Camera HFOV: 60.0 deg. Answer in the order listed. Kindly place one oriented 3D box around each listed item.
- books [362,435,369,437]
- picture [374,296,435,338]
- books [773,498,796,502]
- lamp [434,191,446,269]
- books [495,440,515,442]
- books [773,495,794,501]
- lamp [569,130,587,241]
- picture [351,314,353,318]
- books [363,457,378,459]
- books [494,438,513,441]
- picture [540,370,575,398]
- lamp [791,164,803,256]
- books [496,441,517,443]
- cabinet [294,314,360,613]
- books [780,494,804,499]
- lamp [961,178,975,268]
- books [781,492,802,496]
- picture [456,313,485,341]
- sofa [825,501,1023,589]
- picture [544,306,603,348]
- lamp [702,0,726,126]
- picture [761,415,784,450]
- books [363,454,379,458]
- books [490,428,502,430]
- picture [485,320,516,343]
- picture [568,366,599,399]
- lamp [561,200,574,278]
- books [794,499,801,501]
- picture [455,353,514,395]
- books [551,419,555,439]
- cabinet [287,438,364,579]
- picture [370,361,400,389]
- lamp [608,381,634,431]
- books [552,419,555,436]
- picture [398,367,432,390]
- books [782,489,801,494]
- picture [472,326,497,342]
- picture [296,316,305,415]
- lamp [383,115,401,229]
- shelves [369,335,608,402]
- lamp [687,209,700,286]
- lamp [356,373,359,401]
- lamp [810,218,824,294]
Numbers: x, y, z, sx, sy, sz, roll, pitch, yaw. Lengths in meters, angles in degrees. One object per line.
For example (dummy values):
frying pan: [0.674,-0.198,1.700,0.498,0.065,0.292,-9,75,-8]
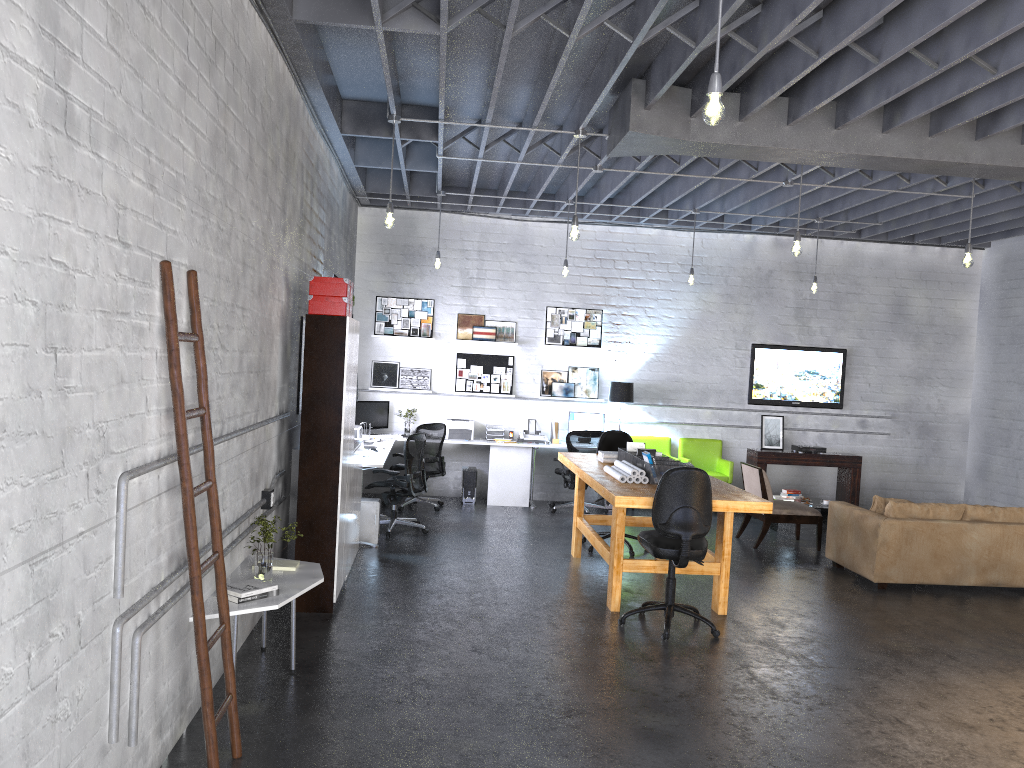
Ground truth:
books: [-1.822,0.598,10.342,0.297,0.006,0.210,3,1,-5]
picture: [-1.380,-0.856,11.371,0.749,0.504,0.058,3,2,-5]
books: [3.242,1.396,10.553,0.174,0.045,0.240,3,2,-16]
lamp: [-0.824,-1.741,10.055,0.104,0.879,0.104,3,2,-5]
books: [-0.085,0.712,11.083,0.211,0.014,0.148,2,2,-30]
books: [3.234,1.358,10.573,0.223,0.027,0.161,3,2,4]
lamp: [0.524,-1.591,7.138,0.104,0.879,0.104,3,2,-5]
picture: [-2.007,-0.405,10.872,0.020,0.936,0.658,3,2,-5]
books: [-1.426,0.705,8.588,0.209,0.012,0.158,4,2,18]
books: [-0.110,0.696,11.077,0.211,0.014,0.148,3,2,10]
picture: [0.599,-0.003,11.580,0.452,0.345,0.054,3,2,-5]
lamp: [2.369,-1.492,7.302,0.104,0.879,0.104,3,2,-5]
books: [-0.070,0.726,11.097,0.211,0.014,0.148,2,2,-41]
cabinet: [-1.349,0.542,6.502,0.291,2.048,0.872,3,2,-5]
books: [3.430,1.376,10.872,0.161,0.026,0.223,2,2,-36]
lamp: [3.849,-1.413,7.434,0.104,0.879,0.104,5,3,39]
books: [3.421,1.351,10.874,0.208,0.024,0.144,3,2,-20]
picture: [-0.535,-0.731,11.458,0.355,0.343,0.042,3,2,-5]
sofa: [4.259,1.519,8.267,2.330,0.629,1.103,3,2,-5]
picture: [0.807,-0.740,11.566,0.749,0.504,0.058,3,2,-5]
lamp: [0.834,-1.481,3.558,0.104,0.879,0.104,4,3,13]
picture: [3.478,0.648,11.840,0.308,0.457,0.092,3,2,-5]
books: [-1.422,0.694,8.592,0.212,0.010,0.170,4,2,21]
books: [-0.221,0.578,11.395,0.134,0.008,0.203,3,2,-22]
picture: [-0.154,-0.678,11.491,0.410,0.277,0.036,3,2,-5]
picture: [0.934,-0.017,11.617,0.410,0.409,0.047,3,2,-5]
lamp: [0.633,-1.663,10.184,0.104,0.879,0.104,3,2,-5]
books: [3.401,1.403,10.876,0.223,0.032,0.161,2,2,-25]
picture: [-0.355,-0.133,11.494,0.749,0.504,0.058,3,2,-5]
books: [0.529,0.608,11.428,0.036,0.296,0.210,3,2,-5]
cabinet: [-1.564,1.017,7.547,0.465,1.022,1.151,3,2,-5]
picture: [-1.630,-0.121,11.393,0.355,0.343,0.042,3,2,-5]
lamp: [1.399,0.388,11.469,0.333,0.832,0.333,1,3,-44]
books: [0.538,0.608,11.433,0.043,0.296,0.210,3,2,-5]
picture: [-1.249,-0.067,11.425,0.410,0.277,0.036,3,2,-5]
books: [3.422,1.319,10.865,0.185,0.041,0.128,3,2,-11]
picture: [-0.359,-0.648,11.459,0.311,0.196,0.029,3,2,-5]
picture: [-1.708,-0.156,7.330,0.020,0.781,0.606,3,2,-5]
lamp: [-0.950,-1.669,7.007,0.104,0.879,0.104,3,2,-5]
shelves: [-0.298,-0.197,11.426,3.024,0.694,0.199,3,2,-5]
lamp: [2.109,-1.584,10.315,0.104,0.879,0.104,3,2,-5]
lamp: [-1.611,0.302,8.306,0.333,0.832,0.333,1,3,-44]
lamp: [3.589,-1.505,10.447,0.104,0.879,0.104,5,3,39]
